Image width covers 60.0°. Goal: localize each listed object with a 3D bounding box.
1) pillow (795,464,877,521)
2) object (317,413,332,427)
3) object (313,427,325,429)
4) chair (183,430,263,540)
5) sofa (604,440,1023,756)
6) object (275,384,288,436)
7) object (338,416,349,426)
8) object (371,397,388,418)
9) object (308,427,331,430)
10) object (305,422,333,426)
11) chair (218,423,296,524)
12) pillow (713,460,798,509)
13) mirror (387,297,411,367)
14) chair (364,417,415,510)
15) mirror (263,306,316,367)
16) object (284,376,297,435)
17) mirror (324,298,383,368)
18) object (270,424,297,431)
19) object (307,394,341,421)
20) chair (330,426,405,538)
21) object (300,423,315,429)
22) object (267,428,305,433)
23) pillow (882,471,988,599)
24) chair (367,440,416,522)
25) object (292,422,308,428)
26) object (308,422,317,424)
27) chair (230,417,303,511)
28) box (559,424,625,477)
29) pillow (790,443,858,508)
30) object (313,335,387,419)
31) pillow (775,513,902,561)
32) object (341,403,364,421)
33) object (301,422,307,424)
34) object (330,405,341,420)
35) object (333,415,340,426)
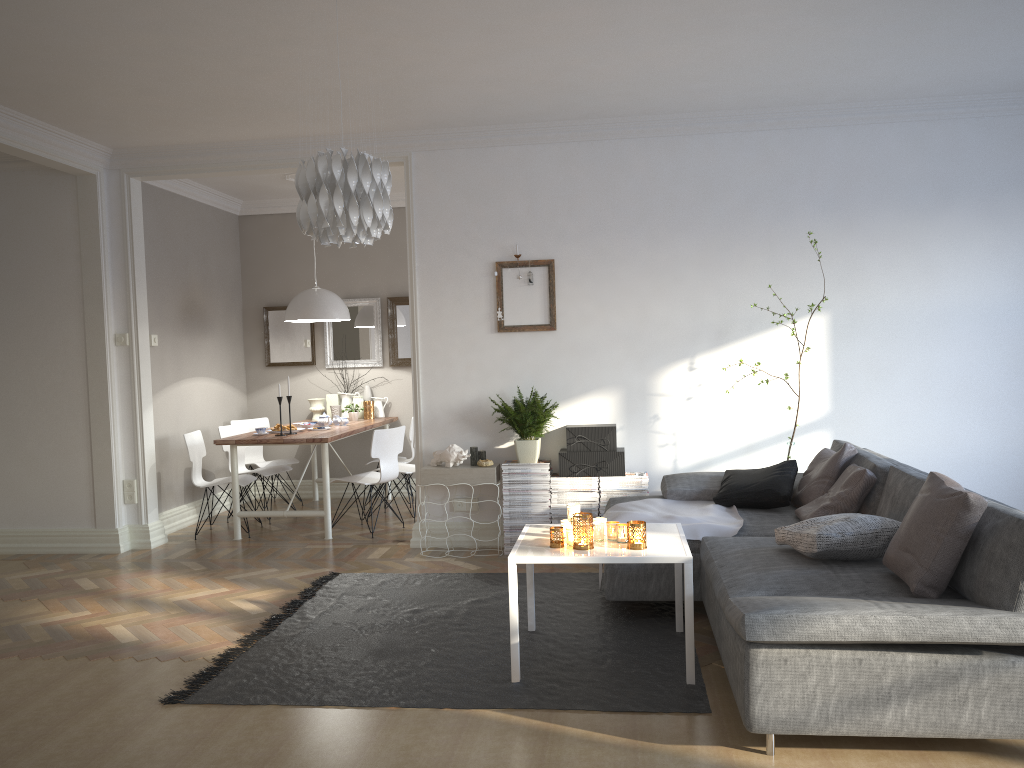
[{"bbox_3d":[1.566,0.544,4.319,0.337,0.311,0.414,-1,2,12],"label":"pillow"},{"bbox_3d":[-1.538,0.293,7.284,0.143,0.119,0.124,-1,2,11],"label":"object"},{"bbox_3d":[-1.518,0.351,6.991,0.100,0.025,0.066,-2,2,-16],"label":"object"},{"bbox_3d":[-2.194,0.748,6.736,0.479,0.786,0.431,-2,3,-3],"label":"chair"},{"bbox_3d":[1.173,0.774,3.973,1.555,0.773,2.630,-2,2,7],"label":"sofa"},{"bbox_3d":[-1.714,0.185,6.561,0.095,0.397,0.095,-2,3,2],"label":"object"},{"bbox_3d":[-1.396,0.303,7.340,0.090,0.086,0.090,-4,3,-38],"label":"object"},{"bbox_3d":[-1.224,0.214,8.158,0.115,0.195,0.135,0,3,37],"label":"object"},{"bbox_3d":[-1.522,0.355,7.002,0.180,0.014,0.180,-3,2,-28],"label":"object"},{"bbox_3d":[-1.663,0.339,7.497,0.287,0.020,0.287,-3,2,-20],"label":"object"},{"bbox_3d":[-2.106,0.725,7.331,0.479,0.786,0.431,-1,3,17],"label":"chair"},{"bbox_3d":[1.331,0.551,4.837,0.421,0.248,0.401,-1,3,27],"label":"pillow"},{"bbox_3d":[-0.886,-0.484,8.136,0.503,0.637,0.049,-1,3,7],"label":"mirror"},{"bbox_3d":[-1.062,0.675,7.809,0.479,0.786,0.431,-2,3,-3],"label":"chair"},{"bbox_3d":[-2.078,-0.447,8.290,0.474,0.558,0.051,-2,3,7],"label":"mirror"},{"bbox_3d":[-1.672,0.154,6.660,0.095,0.449,0.095,-2,3,2],"label":"object"},{"bbox_3d":[-1.472,-0.471,8.218,0.544,0.633,0.047,-2,3,7],"label":"mirror"},{"bbox_3d":[-1.778,0.338,6.889,0.197,0.063,0.188,-3,2,-23],"label":"object"},{"bbox_3d":[-1.731,0.213,8.161,0.310,0.228,0.172,-4,3,-40],"label":"object"},{"bbox_3d":[-1.077,0.716,6.647,0.479,0.786,0.431,0,3,27],"label":"chair"},{"bbox_3d":[-1.644,0.342,7.136,0.129,0.038,0.129,-2,2,7],"label":"object"},{"bbox_3d":[-1.754,0.363,6.898,0.287,0.020,0.287,-2,2,-5],"label":"object"},{"bbox_3d":[1.473,0.525,3.114,0.242,0.390,0.426,-1,2,7],"label":"pillow"},{"bbox_3d":[-0.897,0.692,7.184,0.479,0.786,0.431,-1,3,12],"label":"chair"},{"bbox_3d":[-1.734,0.339,7.278,0.129,0.038,0.129,-1,2,12],"label":"object"},{"bbox_3d":[-1.666,0.335,7.500,0.194,0.022,0.201,-1,2,27],"label":"object"},{"bbox_3d":[-2.196,0.707,7.913,0.479,0.786,0.431,0,3,38],"label":"chair"},{"bbox_3d":[0.517,0.430,5.738,0.419,0.316,0.298,-2,2,7],"label":"box"},{"bbox_3d":[1.668,0.498,4.703,0.324,0.403,0.429,-2,2,-6],"label":"pillow"},{"bbox_3d":[-1.474,-0.068,8.074,0.698,0.782,0.351,-2,3,-11],"label":"object"},{"bbox_3d":[1.329,0.620,3.606,0.406,0.194,0.404,-2,2,-6],"label":"pillow"},{"bbox_3d":[-1.406,0.246,7.869,0.178,0.162,0.169,-4,3,-42],"label":"object"},{"bbox_3d":[-1.710,0.319,7.291,0.020,0.003,0.194,-3,2,-25],"label":"object"},{"bbox_3d":[-1.602,0.261,8.068,0.094,0.132,0.097,-3,3,-27],"label":"object"},{"bbox_3d":[-1.466,0.302,7.411,0.072,0.086,0.086,-3,3,-28],"label":"object"}]
